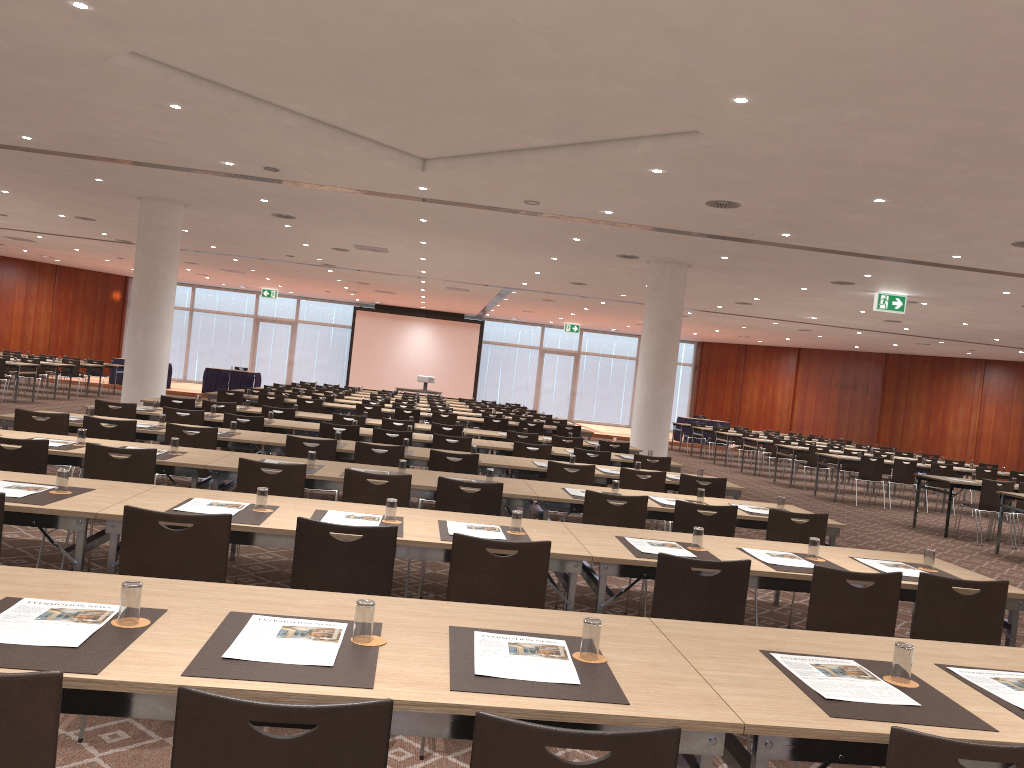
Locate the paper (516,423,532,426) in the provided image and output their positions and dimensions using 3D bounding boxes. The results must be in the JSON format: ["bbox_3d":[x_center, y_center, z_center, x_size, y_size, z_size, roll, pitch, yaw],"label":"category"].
[{"bbox_3d":[0.304,0.741,16.079,0.460,0.003,0.565,6,0,-4],"label":"paper"}]

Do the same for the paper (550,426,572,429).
[{"bbox_3d":[0.966,0.811,16.157,0.460,0.003,0.565,6,0,-9],"label":"paper"}]

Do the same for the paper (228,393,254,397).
[{"bbox_3d":[-4.789,0.198,15.547,0.460,0.003,0.565,6,0,-6],"label":"paper"}]

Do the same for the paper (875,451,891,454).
[{"bbox_3d":[8.908,1.636,21.020,0.460,0.003,0.565,6,0,-9],"label":"paper"}]

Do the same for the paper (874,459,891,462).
[{"bbox_3d":[7.056,1.456,16.861,0.283,0.006,0.398,6,0,-3],"label":"paper"}]

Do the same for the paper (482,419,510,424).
[{"bbox_3d":[-0.299,0.676,16.036,0.460,0.003,0.565,6,0,-6],"label":"paper"}]

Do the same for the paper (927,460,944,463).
[{"bbox_3d":[9.094,1.663,19.057,0.283,0.006,0.398,6,0,-4],"label":"paper"}]

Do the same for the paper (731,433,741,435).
[{"bbox_3d":[5.778,1.286,22.755,0.283,0.006,0.398,6,0,-7],"label":"paper"}]

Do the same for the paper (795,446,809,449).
[{"bbox_3d":[6.208,1.355,18.794,0.283,0.006,0.398,6,0,-5],"label":"paper"}]

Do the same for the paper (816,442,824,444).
[{"bbox_3d":[8.088,1.537,22.941,0.460,0.003,0.565,6,0,-3],"label":"paper"}]

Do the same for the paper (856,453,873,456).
[{"bbox_3d":[7.542,1.501,18.861,0.460,0.003,0.565,6,0,-5],"label":"paper"}]

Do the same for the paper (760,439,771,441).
[{"bbox_3d":[5.975,1.319,20.761,0.283,0.006,0.398,6,0,-7],"label":"paper"}]

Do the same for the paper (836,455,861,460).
[{"bbox_3d":[6.454,1.396,16.728,0.460,0.003,0.565,6,0,-5],"label":"paper"}]

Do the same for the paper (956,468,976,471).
[{"bbox_3d":[8.695,1.635,16.950,0.460,0.003,0.565,6,0,-9],"label":"paper"}]

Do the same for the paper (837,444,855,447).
[{"bbox_3d":[8.752,1.608,22.985,0.460,0.003,0.565,6,0,-6],"label":"paper"}]

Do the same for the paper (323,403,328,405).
[{"bbox_3d":[-3.519,0.333,15.691,0.460,0.003,0.565,6,0,-4],"label":"paper"}]

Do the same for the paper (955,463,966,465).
[{"bbox_3d":[9.700,1.727,19.129,0.283,0.006,0.398,6,0,-6],"label":"paper"}]

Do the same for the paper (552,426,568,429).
[{"bbox_3d":[0.894,0.799,16.197,0.283,0.006,0.398,6,0,-6],"label":"paper"}]

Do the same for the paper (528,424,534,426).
[{"bbox_3d":[0.294,0.735,16.141,0.283,0.006,0.398,6,0,-9],"label":"paper"}]

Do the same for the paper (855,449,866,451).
[{"bbox_3d":[8.232,1.559,20.989,0.283,0.006,0.398,6,0,-5],"label":"paper"}]

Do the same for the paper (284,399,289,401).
[{"bbox_3d":[-4.160,0.265,15.619,0.460,0.003,0.565,6,0,-7],"label":"paper"}]

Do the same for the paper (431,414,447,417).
[{"bbox_3d":[-1.320,0.563,15.977,0.283,0.006,0.398,6,0,-6],"label":"paper"}]

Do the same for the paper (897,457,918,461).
[{"bbox_3d":[8.505,1.604,18.930,0.460,0.003,0.565,6,0,-4],"label":"paper"}]

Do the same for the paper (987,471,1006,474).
[{"bbox_3d":[9.268,1.692,17.073,0.283,0.006,0.398,6,0,-7],"label":"paper"}]

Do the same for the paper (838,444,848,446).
[{"bbox_3d":[8.674,1.595,23.046,0.283,0.006,0.398,6,0,-6],"label":"paper"}]

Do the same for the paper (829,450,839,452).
[{"bbox_3d":[6.839,1.422,18.840,0.283,0.006,0.398,6,0,-9],"label":"paper"}]

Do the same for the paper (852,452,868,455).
[{"bbox_3d":[7.469,1.489,18.899,0.283,0.006,0.398,6,0,-6],"label":"paper"}]

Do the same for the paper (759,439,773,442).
[{"bbox_3d":[6.058,1.332,20.697,0.460,0.003,0.565,6,0,-4],"label":"paper"}]

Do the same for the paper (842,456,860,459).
[{"bbox_3d":[6.390,1.385,16.771,0.283,0.006,0.398,6,0,-5],"label":"paper"}]

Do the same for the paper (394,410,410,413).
[{"bbox_3d":[-1.965,0.495,15.902,0.283,0.006,0.398,6,0,-8],"label":"paper"}]

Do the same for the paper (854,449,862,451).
[{"bbox_3d":[8.306,1.572,20.923,0.460,0.003,0.565,6,0,-9],"label":"paper"}]

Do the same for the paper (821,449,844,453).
[{"bbox_3d":[6.881,1.431,18.773,0.460,0.003,0.565,6,0,-8],"label":"paper"}]

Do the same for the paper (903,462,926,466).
[{"bbox_3d":[7.657,1.521,16.886,0.283,0.006,0.398,6,0,-6],"label":"paper"}]

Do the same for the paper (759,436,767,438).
[{"bbox_3d":[6.444,1.357,22.822,0.283,0.006,0.398,6,0,-2],"label":"paper"}]

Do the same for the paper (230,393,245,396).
[{"bbox_3d":[-4.850,0.187,15.629,0.283,0.006,0.398,6,0,-7],"label":"paper"}]

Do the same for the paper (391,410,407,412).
[{"bbox_3d":[-1.935,0.502,15.869,0.460,0.003,0.565,6,0,-7],"label":"paper"}]

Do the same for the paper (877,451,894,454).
[{"bbox_3d":[8.877,1.628,21.076,0.283,0.006,0.398,6,0,-8],"label":"paper"}]

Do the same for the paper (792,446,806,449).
[{"bbox_3d":[6.229,1.361,18.697,0.460,0.003,0.565,6,0,-8],"label":"paper"}]

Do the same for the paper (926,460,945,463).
[{"bbox_3d":[9.146,1.672,19.000,0.460,0.003,0.565,6,0,-5],"label":"paper"}]

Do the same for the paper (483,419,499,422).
[{"bbox_3d":[-0.380,0.663,16.088,0.283,0.006,0.398,6,0,-4],"label":"paper"}]

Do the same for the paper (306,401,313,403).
[{"bbox_3d":[-3.578,0.322,15.749,0.283,0.006,0.398,6,0,-6],"label":"paper"}]

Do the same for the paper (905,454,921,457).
[{"bbox_3d":[9.535,1.698,21.116,0.283,0.006,0.398,6,0,-5],"label":"paper"}]

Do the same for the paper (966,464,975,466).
[{"bbox_3d":[9.789,1.741,19.071,0.460,0.003,0.565,6,0,-3],"label":"paper"}]

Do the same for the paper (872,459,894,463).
[{"bbox_3d":[7.106,1.466,16.792,0.460,0.003,0.565,6,0,-8],"label":"paper"}]

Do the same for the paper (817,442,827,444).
[{"bbox_3d":[8.020,1.526,22.958,0.283,0.006,0.398,6,0,-7],"label":"paper"}]

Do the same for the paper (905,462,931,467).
[{"bbox_3d":[7.754,1.535,16.872,0.460,0.003,0.565,6,0,-5],"label":"paper"}]

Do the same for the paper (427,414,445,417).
[{"bbox_3d":[-1.289,0.571,15.907,0.460,0.003,0.565,6,0,-5],"label":"paper"}]

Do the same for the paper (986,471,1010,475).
[{"bbox_3d":[9.331,1.703,17.034,0.460,0.003,0.565,6,0,-8],"label":"paper"}]

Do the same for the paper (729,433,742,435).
[{"bbox_3d":[5.827,1.296,22.669,0.460,0.003,0.565,6,0,-7],"label":"paper"}]

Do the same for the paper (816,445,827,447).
[{"bbox_3d":[7.261,1.456,20.912,0.283,0.006,0.398,6,0,-8],"label":"paper"}]

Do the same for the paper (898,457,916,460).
[{"bbox_3d":[8.464,1.595,19.013,0.283,0.006,0.398,6,0,-6],"label":"paper"}]

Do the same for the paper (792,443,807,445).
[{"bbox_3d":[6.707,1.401,20.762,0.460,0.003,0.565,6,0,-5],"label":"paper"}]

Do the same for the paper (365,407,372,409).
[{"bbox_3d":[-2.613,0.425,15.872,0.283,0.006,0.398,6,0,-6],"label":"paper"}]

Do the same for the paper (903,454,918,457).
[{"bbox_3d":[9.557,1.705,21.058,0.460,0.003,0.565,6,0,-6],"label":"paper"}]

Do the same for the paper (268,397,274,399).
[{"bbox_3d":[-4.245,0.251,15.668,0.283,0.006,0.398,6,0,-6],"label":"paper"}]
